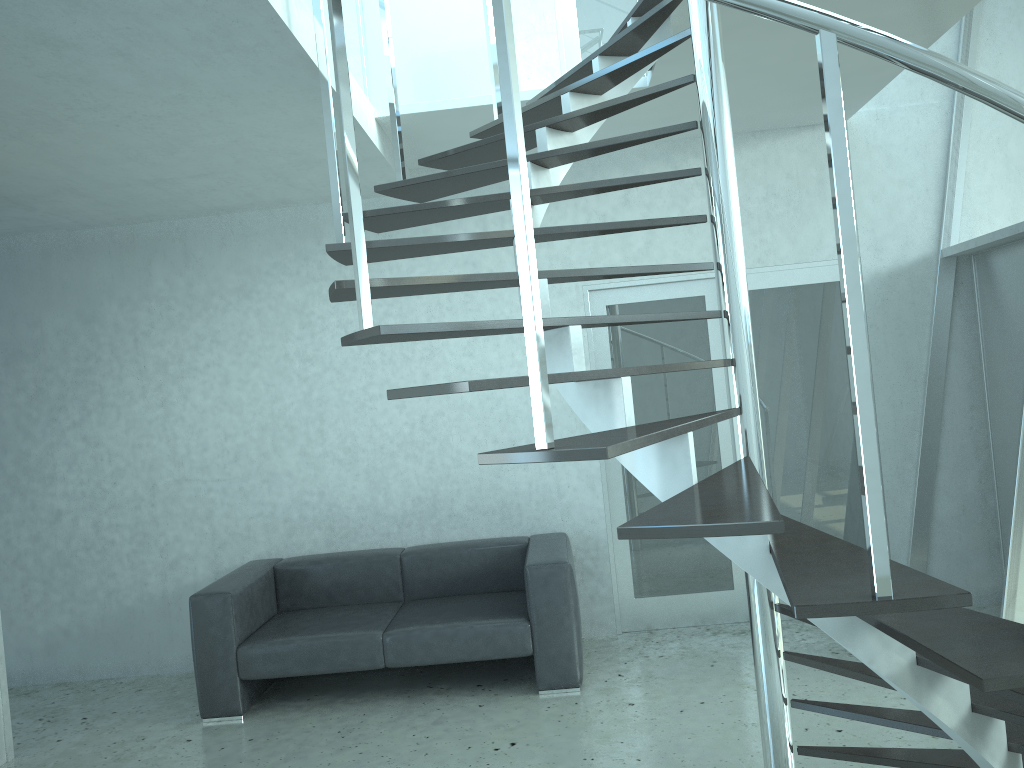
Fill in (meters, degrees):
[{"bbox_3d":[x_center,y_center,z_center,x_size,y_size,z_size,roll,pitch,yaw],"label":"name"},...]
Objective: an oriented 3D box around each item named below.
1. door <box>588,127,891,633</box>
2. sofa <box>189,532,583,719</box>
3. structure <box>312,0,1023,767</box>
[{"bbox_3d":[1.872,-0.003,5.825,2.576,3.200,1.162,-5,0,-40],"label":"door"},{"bbox_3d":[-0.636,1.300,4.955,2.025,0.652,0.943,-6,0,3],"label":"sofa"},{"bbox_3d":[0.689,-0.576,3.489,2.655,4.156,3.780,-6,0,3],"label":"structure"}]
